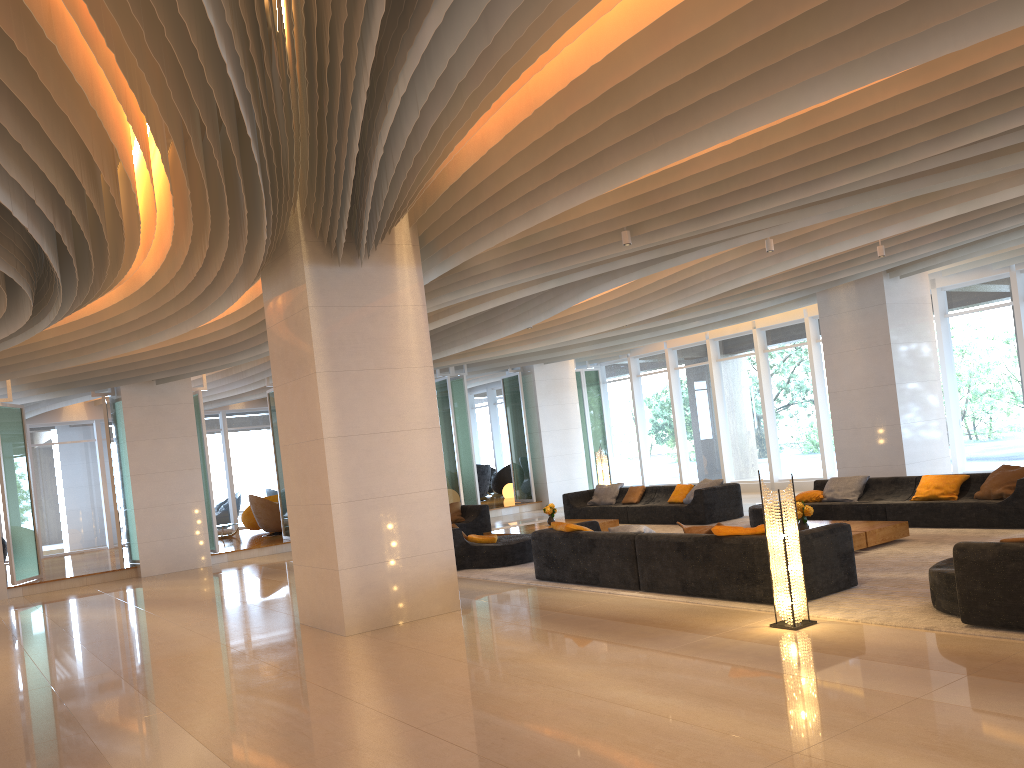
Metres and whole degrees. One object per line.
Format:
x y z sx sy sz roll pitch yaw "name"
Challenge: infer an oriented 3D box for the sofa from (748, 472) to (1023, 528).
4.911 1.554 11.634 1.370 0.582 4.094 -4 -5 -35 "sofa"

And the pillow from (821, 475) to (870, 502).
4.643 1.508 12.421 0.468 0.416 0.657 -5 -3 -34 "pillow"

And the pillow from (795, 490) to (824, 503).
4.278 1.632 12.786 0.444 0.192 0.592 -8 -4 21 "pillow"

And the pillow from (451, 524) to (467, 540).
-0.787 2.096 12.456 0.333 0.311 0.419 -5 -3 -32 "pillow"

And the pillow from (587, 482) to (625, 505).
1.777 2.099 16.894 0.631 0.377 0.555 -9 -4 34 "pillow"

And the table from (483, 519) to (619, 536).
0.636 2.441 14.536 1.622 0.219 1.582 -4 -5 -34 "table"

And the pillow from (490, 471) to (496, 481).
-0.714 2.876 27.905 0.505 0.408 0.463 -6 -3 -7 "pillow"

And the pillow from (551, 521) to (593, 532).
0.785 1.726 10.053 0.550 0.377 0.636 -6 -3 -12 "pillow"

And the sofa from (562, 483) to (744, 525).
2.386 2.140 15.758 0.954 0.581 3.733 -5 -4 -34 "sofa"

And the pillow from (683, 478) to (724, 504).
3.176 1.786 14.781 0.550 0.377 0.636 -6 -3 -12 "pillow"

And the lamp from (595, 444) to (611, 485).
1.872 1.938 18.028 0.253 1.449 0.247 -6 -1 -34 "lamp"

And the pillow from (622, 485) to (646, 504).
2.223 2.026 16.195 0.326 0.312 0.403 -5 -3 -36 "pillow"

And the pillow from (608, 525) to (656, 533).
1.340 1.671 9.358 0.426 0.376 0.580 -5 -3 -32 "pillow"

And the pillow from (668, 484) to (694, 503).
2.888 1.877 15.191 0.326 0.312 0.403 -5 -3 -32 "pillow"

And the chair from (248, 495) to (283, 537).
-5.506 3.012 20.710 1.149 1.004 1.503 -5 -3 -26 "chair"

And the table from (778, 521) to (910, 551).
3.432 1.816 10.316 1.622 0.219 1.582 -4 -5 -34 "table"

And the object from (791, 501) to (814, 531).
3.322 1.516 10.148 0.237 0.376 0.264 -6 -2 -12 "object"

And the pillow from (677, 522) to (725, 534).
1.899 1.507 8.507 0.450 0.409 0.594 -5 -3 -32 "pillow"

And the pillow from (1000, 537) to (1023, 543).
3.592 1.131 5.788 0.402 0.391 0.598 -5 -3 -31 "pillow"

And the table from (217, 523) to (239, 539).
-7.152 3.606 21.519 1.093 0.318 0.810 -5 -4 -28 "table"

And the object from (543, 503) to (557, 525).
0.638 2.155 14.741 0.236 0.376 0.266 -7 -2 -2 "object"

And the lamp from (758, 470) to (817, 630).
2.066 1.236 6.735 0.253 1.197 0.247 -6 -1 -34 "lamp"

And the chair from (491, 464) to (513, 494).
0.081 2.745 26.045 1.537 1.004 1.123 -5 -3 -32 "chair"

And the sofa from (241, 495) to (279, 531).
-5.714 3.245 22.903 2.600 0.900 1.095 -3 -4 -44 "sofa"

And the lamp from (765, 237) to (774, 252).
2.915 -2.286 10.316 0.088 1.504 0.090 -7 -1 29 "lamp"

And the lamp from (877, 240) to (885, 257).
4.733 -2.407 11.567 0.090 1.504 0.088 -6 -1 -43 "lamp"

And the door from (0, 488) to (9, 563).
-12.498 2.981 21.511 1.478 2.768 0.059 -6 -1 -35 "door"

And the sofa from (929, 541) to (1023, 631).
3.879 1.274 5.990 1.373 0.576 2.226 -4 -5 -34 "sofa"

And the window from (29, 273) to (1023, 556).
5.486 0.150 14.690 53.959 3.216 22.397 -8 -4 21 "window"

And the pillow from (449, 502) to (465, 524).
-1.227 2.426 16.594 0.642 0.377 0.545 -6 -3 -12 "pillow"

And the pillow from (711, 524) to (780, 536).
2.184 1.413 7.939 0.631 0.377 0.555 -9 -4 34 "pillow"

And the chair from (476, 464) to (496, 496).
-1.017 2.992 27.725 1.533 1.004 1.127 -5 -3 -22 "chair"

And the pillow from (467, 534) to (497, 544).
-0.408 2.148 12.336 0.410 0.135 0.417 -7 -4 0 "pillow"

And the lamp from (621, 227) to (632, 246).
1.089 -2.165 9.048 0.090 1.504 0.088 -6 -1 -43 "lamp"

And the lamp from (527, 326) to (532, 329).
0.206 -1.666 14.610 0.088 1.504 0.089 -7 -1 11 "lamp"

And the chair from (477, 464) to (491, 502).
-1.147 2.795 24.756 1.123 1.004 1.538 -8 -3 29 "chair"

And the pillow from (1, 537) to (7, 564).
-10.055 3.214 16.162 1.539 1.004 1.122 -4 -3 -37 "pillow"

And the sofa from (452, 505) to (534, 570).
-0.697 2.359 14.316 2.863 0.652 5.029 -4 -5 -34 "sofa"

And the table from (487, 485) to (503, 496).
-0.360 3.203 26.904 1.093 0.318 0.810 -5 -4 -28 "table"

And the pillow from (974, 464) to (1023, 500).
5.937 1.168 10.611 0.550 0.377 0.636 -6 -3 -12 "pillow"

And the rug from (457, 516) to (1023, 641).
3.270 1.967 10.580 5.588 0.022 16.029 -4 -5 -34 "rug"

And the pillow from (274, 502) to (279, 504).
-5.372 2.854 20.424 0.613 0.454 0.479 -9 -3 37 "pillow"

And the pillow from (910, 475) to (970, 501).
5.416 1.354 11.261 0.456 0.393 0.629 -5 -4 -35 "pillow"

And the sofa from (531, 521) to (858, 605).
1.619 1.752 9.072 0.954 0.581 3.733 -5 -4 -34 "sofa"
